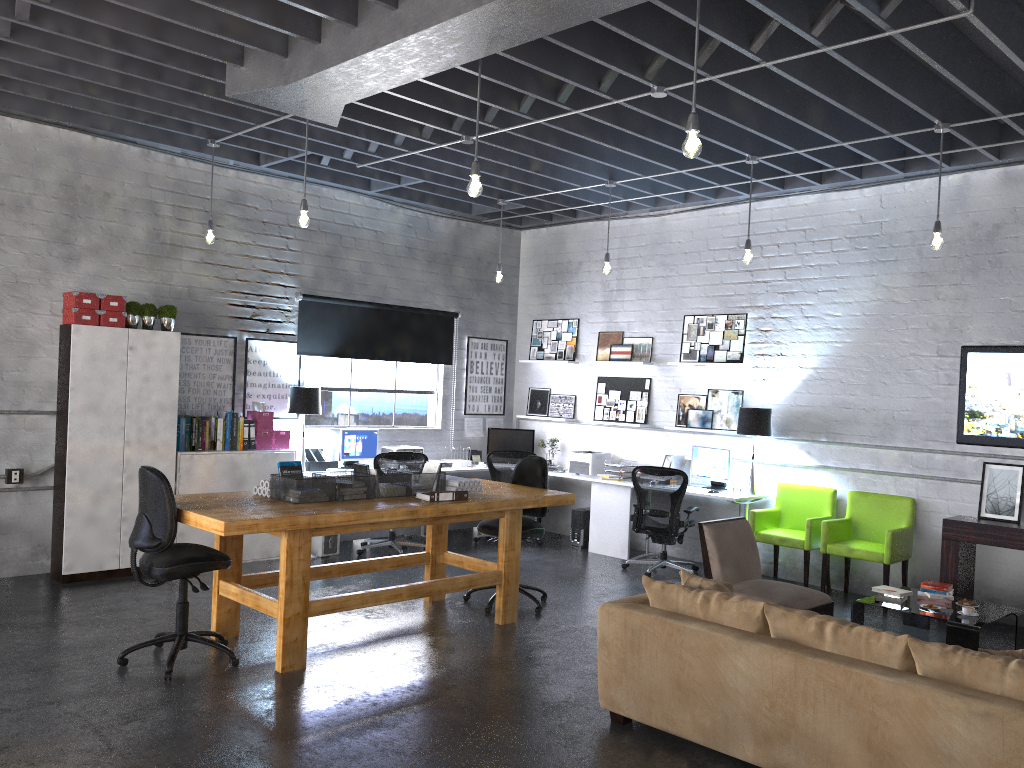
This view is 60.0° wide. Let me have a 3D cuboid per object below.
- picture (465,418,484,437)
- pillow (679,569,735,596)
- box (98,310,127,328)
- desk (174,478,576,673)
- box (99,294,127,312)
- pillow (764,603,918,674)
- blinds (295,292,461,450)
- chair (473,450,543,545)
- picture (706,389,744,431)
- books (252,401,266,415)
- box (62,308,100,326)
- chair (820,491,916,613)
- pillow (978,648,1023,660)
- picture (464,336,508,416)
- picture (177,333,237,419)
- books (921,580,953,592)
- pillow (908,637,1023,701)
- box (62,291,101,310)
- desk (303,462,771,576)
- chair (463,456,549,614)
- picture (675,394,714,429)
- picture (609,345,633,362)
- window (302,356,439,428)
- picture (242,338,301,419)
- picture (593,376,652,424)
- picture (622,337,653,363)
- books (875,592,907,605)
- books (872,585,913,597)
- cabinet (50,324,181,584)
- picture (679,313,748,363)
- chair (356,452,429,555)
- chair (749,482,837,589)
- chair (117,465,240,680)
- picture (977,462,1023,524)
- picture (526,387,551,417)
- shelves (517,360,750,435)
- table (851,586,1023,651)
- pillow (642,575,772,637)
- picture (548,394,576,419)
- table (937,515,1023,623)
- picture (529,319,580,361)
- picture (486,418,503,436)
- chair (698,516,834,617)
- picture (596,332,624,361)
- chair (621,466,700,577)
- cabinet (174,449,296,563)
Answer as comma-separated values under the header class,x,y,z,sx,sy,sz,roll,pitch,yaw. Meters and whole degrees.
class,x,y,z,sx,sy,sz,roll,pitch,yaw
picture,-0.450,0.521,10.605,0.289,0.221,0.036,2,1,-45
pillow,1.060,1.204,4.670,0.319,0.403,0.523,2,0,-25
box,-3.318,-0.528,7.272,0.206,0.131,0.270,3,0,-45
desk,-0.935,1.226,6.103,2.833,0.926,1.114,3,0,-45
box,-3.313,-0.659,7.271,0.206,0.133,0.268,2,0,-45
pillow,1.482,1.221,3.942,0.291,0.402,0.666,2,0,-45
blinds,-1.414,-0.066,9.573,2.120,1.632,0.100,2,1,-45
chair,-0.056,1.226,9.784,0.732,1.031,0.752,2,0,-21
picture,2.131,0.260,8.916,0.047,0.408,0.409,2,1,-45
books,-2.379,0.300,8.343,0.060,0.267,0.192,2,1,-45
box,-3.466,-0.535,7.125,0.206,0.131,0.270,3,0,-45
chair,3.052,1.414,7.614,0.516,0.920,0.611,2,1,-45
pillow,2.155,1.227,3.715,0.550,0.423,0.243,3,1,-4
picture,-0.309,-0.087,10.720,0.658,0.935,0.020,2,1,-45
picture,-2.846,-0.068,8.212,0.607,0.780,0.020,2,1,-45
books,3.091,1.471,6.450,0.185,0.041,0.129,2,0,40
pillow,1.935,1.241,3.474,0.308,0.386,0.663,2,0,-43
box,-3.460,-0.665,7.124,0.206,0.131,0.270,3,0,-45
desk,0.056,1.350,8.664,3.299,0.785,3.573,3,0,-45
chair,0.008,1.152,6.946,0.658,1.165,0.687,3,1,43
picture,1.887,0.282,9.149,0.054,0.345,0.451,2,1,-45
picture,1.208,-0.340,9.844,0.029,0.196,0.311,2,1,-45
window,-1.505,-0.130,9.668,1.822,1.220,0.030,2,1,-45
picture,-2.348,-0.044,8.706,0.607,0.780,0.020,2,1,-45
picture,1.216,0.175,9.834,0.058,0.503,0.749,2,1,-45
picture,1.365,-0.374,9.709,0.036,0.277,0.409,2,1,-45
books,2.733,1.533,6.385,0.174,0.045,0.240,2,0,35
books,2.744,1.497,6.406,0.161,0.027,0.223,3,0,-35
cabinet,-3.281,0.564,7.367,0.873,2.047,0.291,2,1,-45
picture,2.041,-0.460,9.022,0.058,0.503,0.749,2,1,-45
chair,-1.213,1.171,8.882,0.732,1.031,0.752,2,1,-41
chair,2.563,1.394,8.107,0.516,0.920,0.611,2,1,-45
chair,-1.946,1.058,5.275,0.658,1.165,0.687,3,1,43
picture,3.903,0.862,7.068,0.092,0.457,0.308,2,1,-45
picture,0.320,0.218,10.748,0.042,0.343,0.355,2,1,-45
shelves,1.202,0.105,9.750,0.199,0.694,3.022,2,0,-45
table,3.024,1.718,6.300,0.873,0.300,0.872,3,0,-41
pillow,1.007,1.202,4.422,0.291,0.402,0.704,2,0,-45
picture,0.587,0.262,10.473,0.036,0.277,0.409,2,1,-45
table,4.042,1.505,6.695,0.404,0.820,1.409,2,0,-45
picture,0.495,-0.523,10.584,0.058,0.503,0.749,2,1,-45
picture,-0.203,0.533,10.850,0.289,0.221,0.036,2,1,-45
chair,1.710,1.387,6.015,0.575,0.842,0.724,2,1,-45
picture,1.098,-0.418,9.983,0.042,0.343,0.355,2,1,-45
chair,1.436,1.289,8.495,0.732,1.031,0.753,3,0,14
cabinet,-2.637,1.110,8.174,1.152,1.021,0.465,2,1,-45
